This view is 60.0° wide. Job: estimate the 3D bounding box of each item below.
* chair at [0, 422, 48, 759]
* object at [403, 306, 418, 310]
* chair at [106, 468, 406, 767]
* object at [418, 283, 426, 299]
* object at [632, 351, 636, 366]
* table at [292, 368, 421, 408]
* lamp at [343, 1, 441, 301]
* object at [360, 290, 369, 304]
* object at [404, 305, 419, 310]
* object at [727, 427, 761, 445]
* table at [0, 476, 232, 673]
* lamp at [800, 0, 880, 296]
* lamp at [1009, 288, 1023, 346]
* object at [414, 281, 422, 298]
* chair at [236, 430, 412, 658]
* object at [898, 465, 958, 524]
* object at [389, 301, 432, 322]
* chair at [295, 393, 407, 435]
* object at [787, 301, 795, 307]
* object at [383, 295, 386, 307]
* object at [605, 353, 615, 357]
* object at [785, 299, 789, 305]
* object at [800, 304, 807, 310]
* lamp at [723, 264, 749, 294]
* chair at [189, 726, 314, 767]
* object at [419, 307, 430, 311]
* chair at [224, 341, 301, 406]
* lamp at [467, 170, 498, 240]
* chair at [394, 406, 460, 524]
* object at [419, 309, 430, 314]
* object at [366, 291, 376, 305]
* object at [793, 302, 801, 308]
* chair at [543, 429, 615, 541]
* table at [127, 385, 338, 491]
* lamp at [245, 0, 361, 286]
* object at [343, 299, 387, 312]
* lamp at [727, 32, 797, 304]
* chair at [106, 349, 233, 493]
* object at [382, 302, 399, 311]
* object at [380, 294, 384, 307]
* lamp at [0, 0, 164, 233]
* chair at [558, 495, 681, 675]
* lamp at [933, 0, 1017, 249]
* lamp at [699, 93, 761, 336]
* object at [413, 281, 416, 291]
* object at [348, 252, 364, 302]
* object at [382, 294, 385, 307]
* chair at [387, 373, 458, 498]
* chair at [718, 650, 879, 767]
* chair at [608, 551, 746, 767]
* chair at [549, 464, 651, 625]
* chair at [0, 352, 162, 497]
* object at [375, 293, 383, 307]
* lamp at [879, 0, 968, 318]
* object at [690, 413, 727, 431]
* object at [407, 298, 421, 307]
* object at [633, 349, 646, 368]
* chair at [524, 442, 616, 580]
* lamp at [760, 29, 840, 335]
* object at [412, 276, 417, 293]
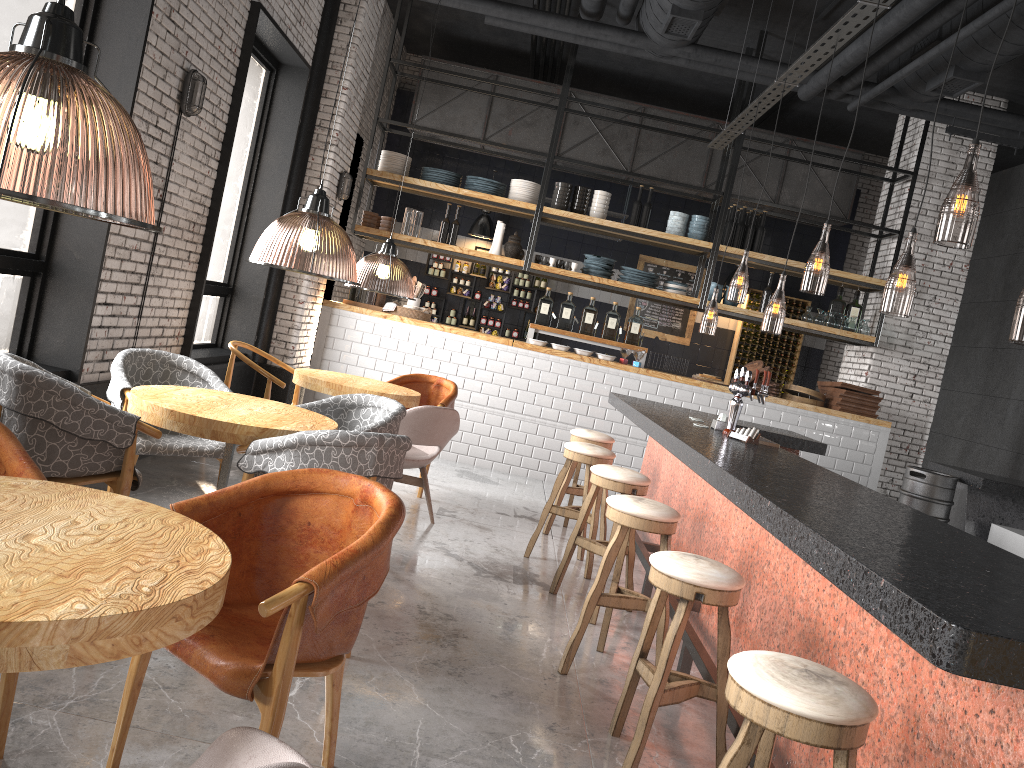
[{"bbox_3d":[-1.663,0.506,2.353,0.645,0.928,0.680,15,4,42],"label":"chair"},{"bbox_3d":[-1.037,-0.743,9.036,0.160,0.075,0.161,11,4,-22],"label":"object"},{"bbox_3d":[-0.642,0.721,2.452,0.683,0.928,0.643,14,4,37],"label":"chair"},{"bbox_3d":[-0.985,-0.881,9.259,0.124,0.358,0.076,13,3,15],"label":"object"},{"bbox_3d":[1.288,-0.258,9.108,0.122,0.165,0.112,10,4,-36],"label":"object"},{"bbox_3d":[-1.213,0.380,6.541,0.934,0.809,0.930,15,4,42],"label":"table"},{"bbox_3d":[-0.713,-1.837,6.419,0.538,2.404,0.536,14,3,41],"label":"lamp"},{"bbox_3d":[-1.504,-0.984,9.178,0.070,0.367,0.107,12,3,-1],"label":"object"},{"bbox_3d":[-1.032,-0.762,9.037,0.160,0.078,0.161,11,4,-22],"label":"object"},{"bbox_3d":[1.322,0.279,5.045,0.091,0.091,0.178,11,4,-25],"label":"object"},{"bbox_3d":[-1.138,0.699,1.830,0.930,0.809,0.934,9,4,-43],"label":"table"},{"bbox_3d":[1.478,-1.176,3.837,0.109,1.597,0.108,14,3,32],"label":"lamp"},{"bbox_3d":[1.428,-0.873,2.110,0.109,1.597,0.108,14,3,32],"label":"lamp"},{"bbox_3d":[-1.004,-0.886,9.211,0.033,0.370,0.137,11,3,-34],"label":"object"},{"bbox_3d":[-0.798,0.604,3.748,0.645,0.928,0.680,15,4,44],"label":"chair"},{"bbox_3d":[3.176,1.186,6.950,0.400,1.034,0.397,14,3,35],"label":"object"},{"bbox_3d":[-1.050,-0.745,9.143,0.436,0.156,0.421,10,4,-28],"label":"object"},{"bbox_3d":[-0.917,0.513,4.760,0.683,0.928,0.642,15,4,44],"label":"chair"},{"bbox_3d":[3.931,-1.129,12.463,0.079,0.079,0.284,12,4,0],"label":"object"},{"bbox_3d":[-1.375,-0.897,9.433,0.056,0.248,0.056,10,3,-38],"label":"object"},{"bbox_3d":[0.992,-0.288,8.930,0.039,0.021,0.203,11,4,-23],"label":"object"},{"bbox_3d":[3.838,-1.148,12.458,0.079,0.079,0.284,12,4,0],"label":"object"},{"bbox_3d":[4.115,-1.090,12.483,0.079,0.079,0.284,12,4,0],"label":"object"},{"bbox_3d":[3.226,-1.753,12.417,0.390,0.936,0.391,12,3,2],"label":"lamp"},{"bbox_3d":[-0.717,0.810,1.342,0.769,0.850,0.804,10,4,-41],"label":"chair"},{"bbox_3d":[-0.931,-0.748,9.163,0.160,0.078,0.161,10,4,-37],"label":"object"},{"bbox_3d":[-1.940,0.175,6.628,0.644,0.920,0.613,13,3,7],"label":"chair"},{"bbox_3d":[-0.338,-2.526,12.434,0.390,0.936,0.391,12,3,2],"label":"lamp"},{"bbox_3d":[-0.791,0.491,6.054,0.769,0.850,0.804,10,4,-41],"label":"chair"},{"bbox_3d":[-0.932,-0.729,9.163,0.160,0.075,0.161,10,4,-37],"label":"object"},{"bbox_3d":[-1.440,-0.971,9.179,0.070,0.367,0.107,12,3,-1],"label":"object"},{"bbox_3d":[4.023,-1.111,12.498,0.079,0.079,0.284,12,4,0],"label":"object"},{"bbox_3d":[0.480,0.735,6.644,0.438,0.805,0.482,11,3,-32],"label":"chair"},{"bbox_3d":[-1.358,0.502,4.139,0.930,0.809,0.934,9,4,-43],"label":"table"},{"bbox_3d":[-0.724,-1.690,4.104,0.538,2.404,0.536,14,3,41],"label":"lamp"},{"bbox_3d":[-1.532,-0.817,9.288,0.411,0.050,0.412,12,4,-1],"label":"object"},{"bbox_3d":[1.484,-1.262,5.186,0.109,1.597,0.108,14,3,32],"label":"lamp"},{"bbox_3d":[-1.859,0.314,4.687,0.645,0.928,0.680,15,4,44],"label":"chair"},{"bbox_3d":[-1.175,-0.770,9.093,0.188,0.110,0.283,15,4,36],"label":"object"},{"bbox_3d":[-1.375,-0.886,9.260,0.056,0.248,0.056,10,3,-38],"label":"object"},{"bbox_3d":[-0.734,-1.541,1.737,0.538,2.404,0.536,14,3,41],"label":"lamp"},{"bbox_3d":[0.466,0.902,3.994,0.438,0.805,0.482,11,3,-27],"label":"chair"},{"bbox_3d":[1.493,-1.198,2.636,0.109,1.597,0.108,14,3,32],"label":"lamp"},{"bbox_3d":[1.444,-1.105,5.784,0.109,1.597,0.108,14,3,32],"label":"lamp"},{"bbox_3d":[-1.058,-0.907,9.278,0.087,0.355,0.026,13,3,23],"label":"object"},{"bbox_3d":[-1.585,-1.096,9.160,0.106,0.553,0.157,12,3,-1],"label":"object"},{"bbox_3d":[-1.375,-0.891,9.347,0.056,0.248,0.056,10,3,-38],"label":"object"},{"bbox_3d":[-0.772,0.391,7.153,0.682,0.928,0.643,13,3,22],"label":"chair"},{"bbox_3d":[0.617,1.061,2.032,0.479,0.805,0.440,10,4,-42],"label":"chair"},{"bbox_3d":[0.573,1.007,3.199,0.480,0.805,0.440,11,3,-22],"label":"chair"},{"bbox_3d":[0.494,0.847,4.949,0.440,0.805,0.480,14,3,38],"label":"chair"},{"bbox_3d":[-1.945,0.359,3.690,0.683,0.928,0.642,15,4,44],"label":"chair"},{"bbox_3d":[-1.376,-0.880,9.173,0.056,0.248,0.056,10,3,-38],"label":"object"},{"bbox_3d":[1.556,-0.966,3.223,0.108,1.460,0.109,11,3,-29],"label":"lamp"},{"bbox_3d":[1.243,0.201,5.870,0.200,0.106,0.767,12,4,0],"label":"object"},{"bbox_3d":[-1.036,-0.800,9.264,0.129,0.204,0.129,14,3,35],"label":"object"},{"bbox_3d":[1.280,-0.264,8.981,0.128,0.189,0.123,13,3,9],"label":"object"},{"bbox_3d":[0.436,0.787,5.686,0.480,0.805,0.440,11,3,-27],"label":"chair"},{"bbox_3d":[1.502,-1.043,4.542,0.108,1.597,0.109,11,3,-19],"label":"lamp"},{"bbox_3d":[-1.034,-0.989,9.304,0.090,0.289,0.017,14,3,36],"label":"object"}]
